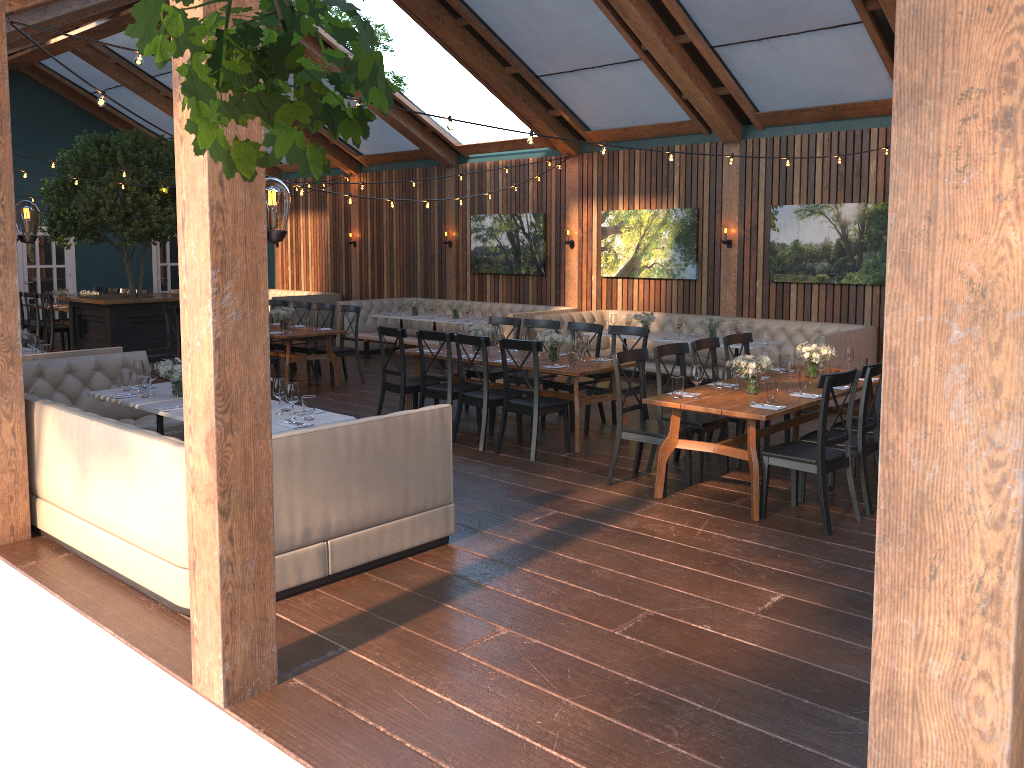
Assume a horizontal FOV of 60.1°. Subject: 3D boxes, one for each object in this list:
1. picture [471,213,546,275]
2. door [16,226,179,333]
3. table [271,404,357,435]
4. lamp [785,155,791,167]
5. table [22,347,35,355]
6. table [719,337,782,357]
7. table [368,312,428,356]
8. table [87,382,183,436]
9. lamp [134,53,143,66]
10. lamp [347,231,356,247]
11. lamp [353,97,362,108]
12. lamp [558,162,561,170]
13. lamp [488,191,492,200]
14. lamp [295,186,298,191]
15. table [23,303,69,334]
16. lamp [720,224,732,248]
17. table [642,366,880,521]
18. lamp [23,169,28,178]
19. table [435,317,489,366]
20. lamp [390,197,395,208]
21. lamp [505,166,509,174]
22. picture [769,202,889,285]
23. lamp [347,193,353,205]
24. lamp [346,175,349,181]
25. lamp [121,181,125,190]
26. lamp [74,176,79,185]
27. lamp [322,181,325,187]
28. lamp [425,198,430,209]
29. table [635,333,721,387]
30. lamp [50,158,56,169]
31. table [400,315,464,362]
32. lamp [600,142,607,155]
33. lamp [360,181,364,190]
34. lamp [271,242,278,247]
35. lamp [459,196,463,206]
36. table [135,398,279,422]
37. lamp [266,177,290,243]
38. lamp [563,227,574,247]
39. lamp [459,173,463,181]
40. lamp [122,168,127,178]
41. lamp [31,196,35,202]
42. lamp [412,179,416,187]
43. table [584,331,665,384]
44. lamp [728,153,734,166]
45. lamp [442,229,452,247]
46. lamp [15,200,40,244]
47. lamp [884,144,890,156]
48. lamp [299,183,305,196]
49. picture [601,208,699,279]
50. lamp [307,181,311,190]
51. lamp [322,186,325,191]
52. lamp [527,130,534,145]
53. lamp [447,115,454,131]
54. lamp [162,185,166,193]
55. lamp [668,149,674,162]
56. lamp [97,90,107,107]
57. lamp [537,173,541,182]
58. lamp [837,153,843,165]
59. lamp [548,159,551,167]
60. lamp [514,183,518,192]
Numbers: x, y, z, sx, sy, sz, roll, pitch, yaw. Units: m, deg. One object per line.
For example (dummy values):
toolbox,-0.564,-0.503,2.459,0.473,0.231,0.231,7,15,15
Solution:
picture,-0.085,-2.340,14.786,1.656,0.992,0.065,7,9,42
door,-10.227,-2.118,18.076,0.174,2.194,8.207,5,10,42
table,-1.596,0.563,5.954,0.801,0.668,0.802,7,10,41
lamp,2.778,-2.243,8.906,0.056,0.120,0.057,-1,6,-14
table,-5.537,-0.002,9.536,0.801,0.668,0.802,7,10,42
table,2.699,-0.173,10.642,0.801,0.668,0.802,7,10,41
table,-1.845,-0.824,14.771,0.801,0.668,0.802,6,10,41
table,-2.801,0.390,7.049,0.801,0.668,0.802,6,10,41
lamp,-2.431,-2.134,5.767,0.064,0.118,0.057,2,6,16
lamp,-3.187,-2.878,17.538,0.146,0.318,0.178,5,8,42
lamp,-1.150,-2.075,6.582,0.075,0.114,0.057,0,6,-2
lamp,0.723,-3.316,13.457,0.056,0.118,0.063,3,7,25
lamp,-0.288,-2.461,11.544,0.056,0.120,0.056,-2,6,-20
lamp,-3.901,-3.553,16.031,0.056,0.120,0.056,3,6,24
table,-7.861,-1.045,15.984,2.439,0.725,0.954,8,11,42
lamp,2.907,-2.005,12.000,0.146,0.318,0.178,5,8,42
table,2.104,0.377,6.961,0.953,0.725,2.441,7,11,42
lamp,-6.197,-2.677,11.257,0.056,0.120,0.057,1,6,8
table,-0.639,-0.651,13.676,0.801,0.668,0.802,7,10,41
lamp,-1.286,-1.951,9.524,0.056,0.119,0.056,-5,8,-42
lamp,-0.076,-3.216,13.276,0.056,0.119,0.057,-1,6,-5
picture,4.011,-1.756,11.081,1.656,0.992,0.065,7,9,42
lamp,-1.616,-1.849,8.836,0.056,0.120,0.056,5,8,41
lamp,-3.221,-4.032,17.338,0.056,0.119,0.057,-2,6,-18
lamp,-5.558,-2.836,12.642,0.056,0.120,0.056,2,6,23
lamp,-5.888,-2.745,11.956,0.056,0.119,0.057,3,7,30
lamp,-3.550,-3.774,16.680,0.064,0.118,0.057,-5,8,-39
lamp,-0.973,-2.085,10.211,0.056,0.120,0.056,-3,7,-28
table,2.096,-0.259,11.189,0.801,0.668,0.802,7,10,42
lamp,-5.313,-2.552,10.242,0.056,0.120,0.056,-4,7,-35
table,-1.242,-0.737,14.223,0.801,0.668,0.802,7,10,42
lamp,0.803,-2.063,7.752,0.056,0.119,0.057,4,7,36
lamp,-2.068,-2.737,12.217,0.056,0.117,0.068,1,6,6
lamp,-5.217,-3.168,19.383,0.146,0.318,0.178,5,8,42
lamp,-0.627,-2.254,10.880,0.056,0.120,0.056,3,7,30
table,-2.198,0.477,6.501,0.801,0.668,0.802,7,10,42
lamp,-1.005,-0.696,3.665,0.146,0.318,0.178,5,8,42
lamp,0.888,-2.294,13.835,0.146,0.318,0.178,5,8,42
lamp,-0.745,-3.030,12.940,0.056,0.118,0.064,4,7,36
lamp,-4.668,-2.543,10.646,0.056,0.120,0.056,-5,7,-38
lamp,-9.296,-3.593,17.166,0.056,0.120,0.057,0,6,4
lamp,-1.393,-2.860,12.577,0.056,0.120,0.056,-3,7,-26
table,1.494,-0.345,11.737,0.801,0.668,0.802,6,10,41
lamp,2.114,-2.167,8.534,0.059,0.119,0.057,2,6,22
lamp,-1.158,-2.587,15.695,0.146,0.318,0.178,5,8,42
lamp,-3.037,-0.987,5.512,0.146,0.318,0.178,5,8,42
lamp,4.089,-2.550,9.643,0.056,0.117,0.067,-2,6,-18
lamp,-1.934,-1.786,8.138,0.056,0.119,0.057,0,6,2
picture,1.981,-2.046,12.918,1.656,0.992,0.065,7,9,42
lamp,-2.711,-2.657,11.823,0.056,0.120,0.056,-4,7,-32
lamp,-3.677,-3.798,17.257,0.074,0.114,0.056,-6,8,-41
lamp,0.156,-2.049,7.360,0.056,0.120,0.056,-4,7,-33
lamp,-0.483,-2.053,6.957,0.056,0.120,0.057,2,6,18
lamp,-5.238,-2.944,13.333,0.056,0.120,0.056,-2,6,-22
lamp,1.466,-2.103,8.144,0.056,0.120,0.057,1,6,11
lamp,-2.806,-1.958,6.055,0.069,0.116,0.057,-5,8,-41
lamp,0.392,-2.992,12.833,0.060,0.118,0.057,-3,6,-25
lamp,3.438,-2.363,9.279,0.056,0.120,0.056,-4,7,-32
lamp,0.578,-3.406,13.612,0.056,0.120,0.057,-3,7,-26
lamp,0.051,-2.707,12.196,0.071,0.115,0.057,-3,7,-25
